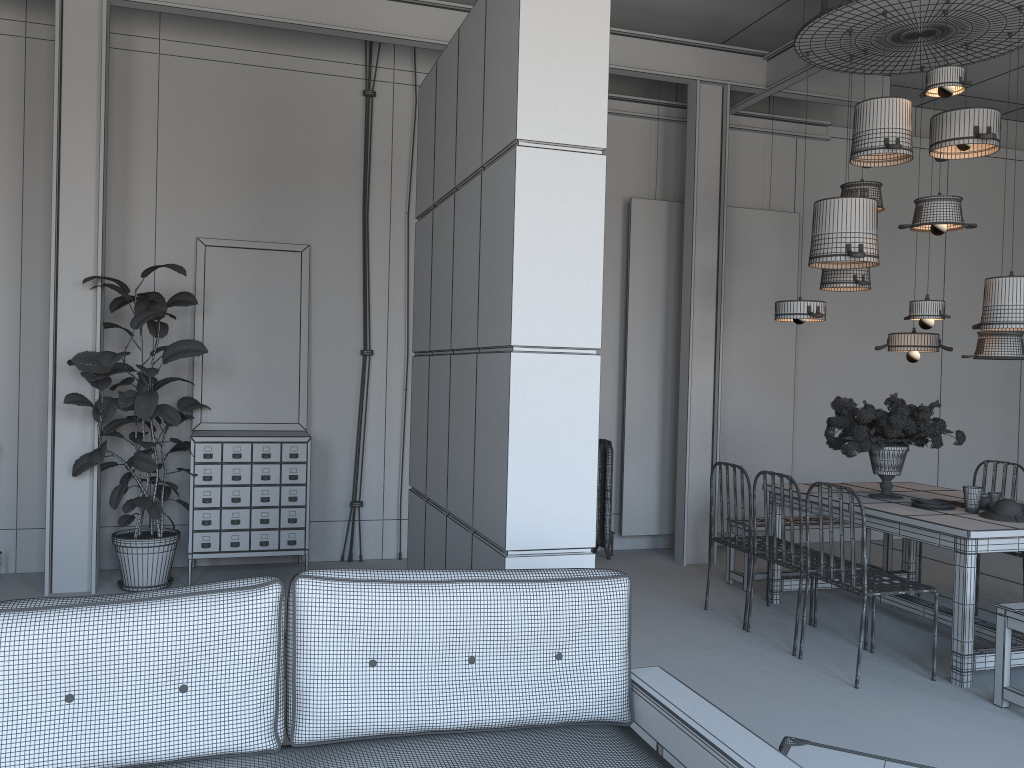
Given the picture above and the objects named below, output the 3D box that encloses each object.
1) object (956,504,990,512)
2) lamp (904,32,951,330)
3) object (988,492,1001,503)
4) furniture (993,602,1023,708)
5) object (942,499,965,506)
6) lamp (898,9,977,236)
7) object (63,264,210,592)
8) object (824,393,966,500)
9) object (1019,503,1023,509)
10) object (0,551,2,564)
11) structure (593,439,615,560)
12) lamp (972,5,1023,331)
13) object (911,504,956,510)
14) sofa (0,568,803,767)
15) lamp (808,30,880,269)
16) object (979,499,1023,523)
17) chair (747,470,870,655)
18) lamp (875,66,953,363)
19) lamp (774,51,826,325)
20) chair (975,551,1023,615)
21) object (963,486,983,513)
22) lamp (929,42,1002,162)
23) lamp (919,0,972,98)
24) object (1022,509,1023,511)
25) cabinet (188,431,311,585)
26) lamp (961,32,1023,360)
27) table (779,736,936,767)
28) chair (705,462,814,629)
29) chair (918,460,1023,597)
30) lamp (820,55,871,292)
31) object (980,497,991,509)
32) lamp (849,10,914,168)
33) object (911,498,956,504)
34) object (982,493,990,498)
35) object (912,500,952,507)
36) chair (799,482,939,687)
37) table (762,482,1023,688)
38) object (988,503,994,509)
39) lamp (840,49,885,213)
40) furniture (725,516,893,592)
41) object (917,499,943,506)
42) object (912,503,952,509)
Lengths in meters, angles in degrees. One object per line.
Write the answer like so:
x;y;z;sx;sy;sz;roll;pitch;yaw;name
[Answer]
2.743;0.720;5.101;0.213;0.012;0.335;1;1;-41;object
2.583;-1.250;5.462;0.253;1.831;0.202;2;1;21;lamp
2.897;0.690;5.326;0.071;0.076;0.071;2;1;30;object
2.917;1.294;4.241;1.260;0.478;0.300;1;1;-18;furniture
2.626;0.713;5.353;0.182;0.014;0.185;1;1;-33;object
2.484;-1.511;5.139;0.359;1.306;0.301;1;1;-25;lamp
-2.454;0.283;5.820;0.868;2.157;1.270;1;1;-17;object
2.312;0.380;5.515;0.782;0.654;0.697;1;1;-15;object
2.966;0.716;5.163;0.133;0.029;0.133;2;1;30;object
-3.820;0.859;5.934;0.733;1.007;0.328;1;1;-18;object
0.518;0.954;7.304;0.733;1.007;0.328;1;1;-18;structure
2.868;-1.230;5.044;0.312;1.845;0.352;2;1;8;lamp
2.434;0.711;5.122;0.236;0.015;0.236;1;1;-45;object
-0.526;0.993;2.100;2.347;0.948;0.952;1;1;-18;sofa
2.068;-1.456;5.473;0.415;1.447;0.470;2;1;43;lamp
2.654;0.721;4.774;0.236;0.211;0.260;2;1;0;object
1.714;0.995;5.136;0.488;0.975;0.474;1;1;-18;chair
2.770;-1.156;6.055;0.404;2.026;0.323;1;1;-14;lamp
1.921;-1.290;5.833;0.404;1.798;0.323;2;1;41;lamp
3.338;1.031;5.638;0.488;0.975;0.474;1;1;-18;chair
2.587;0.651;4.982;0.102;0.146;0.102;2;1;37;object
2.871;-1.812;5.609;0.403;0.687;0.505;1;1;-39;lamp
2.430;-1.881;4.960;0.253;0.564;0.202;2;1;21;lamp
2.857;0.704;5.090;0.021;0.026;0.173;1;1;-33;object
-1.888;0.866;6.384;0.796;1.026;0.668;1;1;-18;cabinet
3.019;-1.152;5.430;0.359;2.004;0.301;1;1;-20;lamp
1.063;1.357;2.580;0.667;0.330;0.706;2;1;27;table
1.565;0.984;5.609;0.488;0.975;0.474;1;1;-18;chair
3.185;1.020;6.124;0.488;0.975;0.474;1;1;-18;chair
2.235;-1.405;5.885;0.322;1.553;0.364;2;1;28;lamp
2.709;0.682;5.086;0.065;0.064;0.065;1;1;-33;object
2.163;-1.738;5.165;0.346;0.870;0.392;2;1;43;lamp
2.542;0.710;5.358;0.182;0.016;0.179;1;1;-13;object
2.738;0.675;5.155;0.071;0.076;0.071;2;1;7;object
2.425;0.699;5.126;0.211;0.024;0.211;2;1;25;object
1.867;1.006;4.651;0.488;0.975;0.474;1;1;-18;chair
2.555;1.124;5.395;1.239;0.819;1.784;1;1;-18;table
2.723;0.694;5.019;0.051;0.045;0.045;1;1;-40;object
2.280;-1.632;5.774;0.301;1.094;0.359;2;1;0;lamp
2.209;1.243;6.577;1.260;0.478;0.300;1;1;-18;furniture
2.427;0.692;5.152;0.135;0.029;0.135;1;1;-25;object
2.425;0.704;5.126;0.211;0.024;0.211;2;1;1;object
